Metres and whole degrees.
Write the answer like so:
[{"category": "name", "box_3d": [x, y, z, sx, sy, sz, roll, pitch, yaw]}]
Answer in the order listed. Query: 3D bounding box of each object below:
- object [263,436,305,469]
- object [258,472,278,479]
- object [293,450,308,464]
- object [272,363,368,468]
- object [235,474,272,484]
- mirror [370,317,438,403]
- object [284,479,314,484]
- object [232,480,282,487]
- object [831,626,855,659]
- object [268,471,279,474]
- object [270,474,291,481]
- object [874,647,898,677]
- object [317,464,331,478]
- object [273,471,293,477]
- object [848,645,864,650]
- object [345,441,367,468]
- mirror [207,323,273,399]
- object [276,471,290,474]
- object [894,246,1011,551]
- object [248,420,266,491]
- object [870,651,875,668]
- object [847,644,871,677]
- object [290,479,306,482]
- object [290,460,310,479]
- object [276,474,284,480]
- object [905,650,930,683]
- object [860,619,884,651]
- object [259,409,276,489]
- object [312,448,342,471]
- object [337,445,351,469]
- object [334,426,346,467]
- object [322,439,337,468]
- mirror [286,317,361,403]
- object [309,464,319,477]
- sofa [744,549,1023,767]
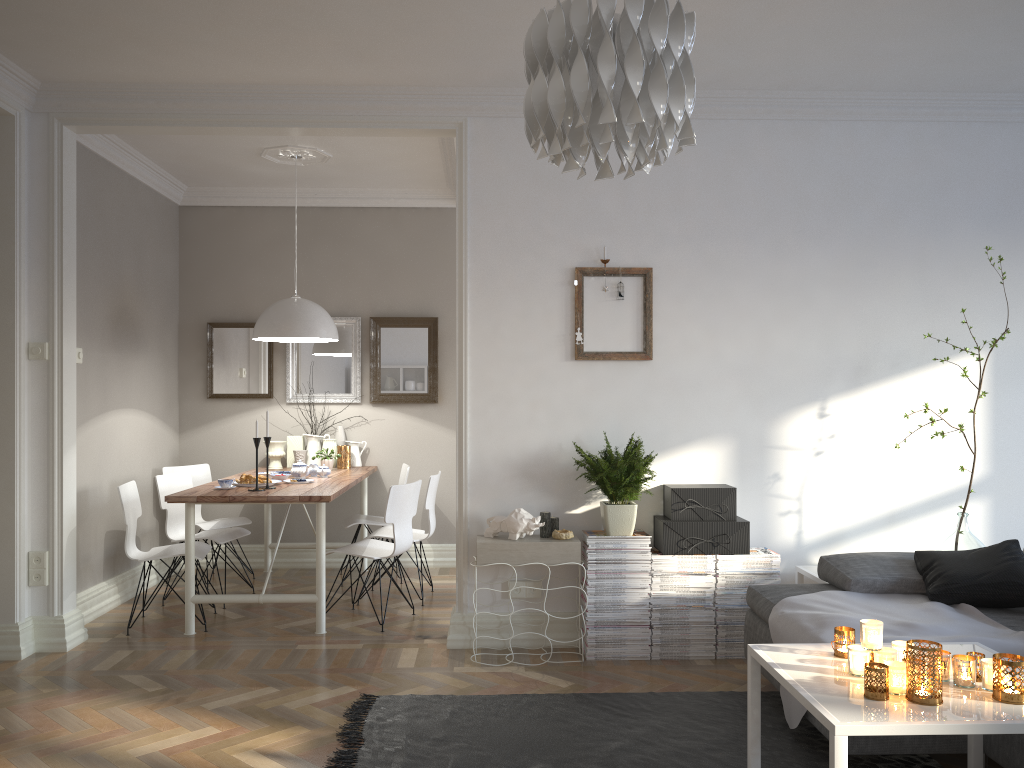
[{"category": "object", "box_3d": [-1.653, 0.493, 6.418, 0.172, 0.228, 0.310, 0, -1, 41]}, {"category": "object", "box_3d": [-1.525, 0.574, 5.539, 0.129, 0.038, 0.129, 0, -1, 3]}, {"category": "object", "box_3d": [-1.513, 0.540, 6.343, 0.094, 0.132, 0.097, 0, 0, -35]}, {"category": "object", "box_3d": [-1.379, 0.217, 6.386, 0.698, 0.781, 0.352, 0, 0, -20]}, {"category": "object", "box_3d": [-1.508, 0.552, 5.147, 0.197, 0.063, 0.188, 1, -1, -32]}, {"category": "mirror", "box_3d": [-0.797, -0.175, 6.559, 0.503, 0.637, 0.049, 0, 0, -2]}, {"category": "object", "box_3d": [-1.274, 0.583, 5.297, 0.180, 0.014, 0.180, 1, -1, -37]}, {"category": "object", "box_3d": [-1.487, 0.578, 5.159, 0.287, 0.019, 0.287, 0, -1, -14]}, {"category": "object", "box_3d": [0.969, 0.752, 2.582, 0.060, 0.079, 0.060, 0, 0, -8]}, {"category": "object", "box_3d": [-1.502, 0.555, 5.556, 0.020, 0.003, 0.194, 1, -1, -34]}, {"category": "object", "box_3d": [-1.414, 0.572, 5.412, 0.129, 0.038, 0.129, 0, -1, -2]}, {"category": "object", "box_3d": [1.006, 0.752, 2.388, 0.060, 0.073, 0.060, 0, 0, -22]}, {"category": "object", "box_3d": [-1.199, 0.552, 5.652, 0.090, 0.086, 0.090, 0, -1, 43]}, {"category": "object", "box_3d": [-1.487, 0.587, 5.765, 0.287, 0.019, 0.287, 1, -1, -29]}, {"category": "object", "box_3d": [0.943, 0.750, 2.410, 0.056, 0.066, 0.056, 0, 0, -40]}, {"category": "object", "box_3d": [-1.151, 0.511, 6.492, 0.115, 0.194, 0.136, 0, 0, 28]}, {"category": "mirror", "box_3d": [-2.000, -0.171, 6.529, 0.474, 0.557, 0.052, 0, 0, -2]}, {"category": "object", "box_3d": [-1.491, 0.583, 5.769, 0.194, 0.022, 0.201, 0, -1, 18]}, {"category": "object", "box_3d": [2.049, 0.166, 4.117, 0.776, 1.674, 0.340, 0, 0, -42]}, {"category": "object", "box_3d": [-1.393, 0.384, 4.842, 0.095, 0.396, 0.095, 0, 0, -6]}, {"category": "object", "box_3d": [1.006, 0.761, 2.467, 0.052, 0.058, 0.050, 0, 0, -32]}, {"category": "object", "box_3d": [0.943, 0.753, 2.410, 0.060, 0.073, 0.060, 0, 0, -22]}, {"category": "object", "box_3d": [-1.268, 0.578, 5.287, 0.100, 0.025, 0.066, 0, -1, -25]}, {"category": "object", "box_3d": [-1.331, 0.535, 5.576, 0.143, 0.119, 0.124, 0, 0, 3]}, {"category": "object", "box_3d": [-1.415, 0.571, 5.411, 0.085, 0.039, 0.082, 1, -1, -37]}, {"category": "object", "box_3d": [1.076, 0.752, 2.353, 0.060, 0.073, 0.060, 0, -1, 44]}, {"category": "object", "box_3d": [0.973, 0.679, 2.398, 0.060, 0.073, 0.060, 0, 0, 14]}, {"category": "object", "box_3d": [-1.365, 0.360, 4.948, 0.095, 0.448, 0.095, 0, 0, -6]}, {"category": "object", "box_3d": [-1.288, 0.522, 6.176, 0.169, 0.162, 0.178, 0, -1, 39]}, {"category": "object", "box_3d": [-1.204, 0.524, 6.353, 0.095, 0.163, 0.095, 0, 0, 38]}, {"category": "object", "box_3d": [-1.263, 0.458, 6.510, 0.091, 0.301, 0.091, 0, 0, 42]}, {"category": "object", "box_3d": [-1.313, 0.502, 6.388, 0.114, 0.209, 0.112, 0, 0, -2]}, {"category": "mirror", "box_3d": [-1.389, -0.177, 6.551, 0.544, 0.632, 0.047, 0, 0, -2]}, {"category": "object", "box_3d": [-1.279, 0.553, 5.712, 0.072, 0.086, 0.086, 0, -1, -36]}, {"category": "sofa", "box_3d": [1.840, 0.939, 2.688, 1.555, 0.772, 2.632, 0, -1, -2]}]
